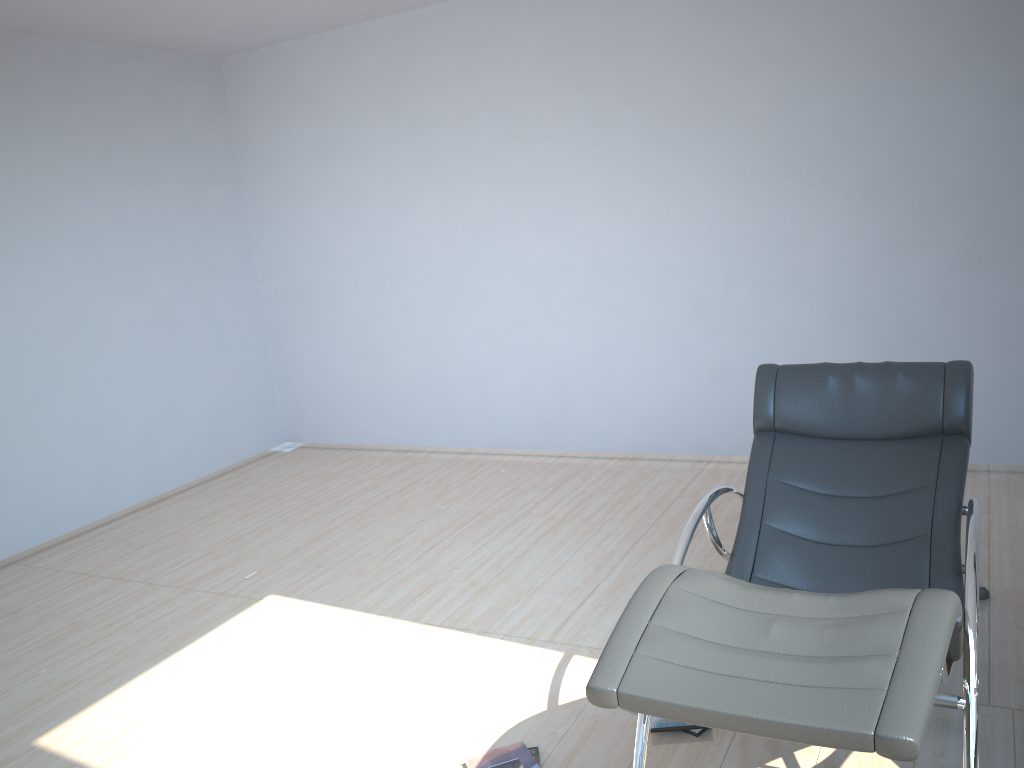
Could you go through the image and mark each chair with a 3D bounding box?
[{"bbox_3d":[0.925,0.577,2.603,0.836,0.953,2.114,0,13,28],"label":"chair"}]

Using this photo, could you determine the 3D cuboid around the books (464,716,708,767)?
[{"bbox_3d":[0.513,1.313,1.049,1.045,0.222,4.790,-7,11,-4],"label":"books"}]
